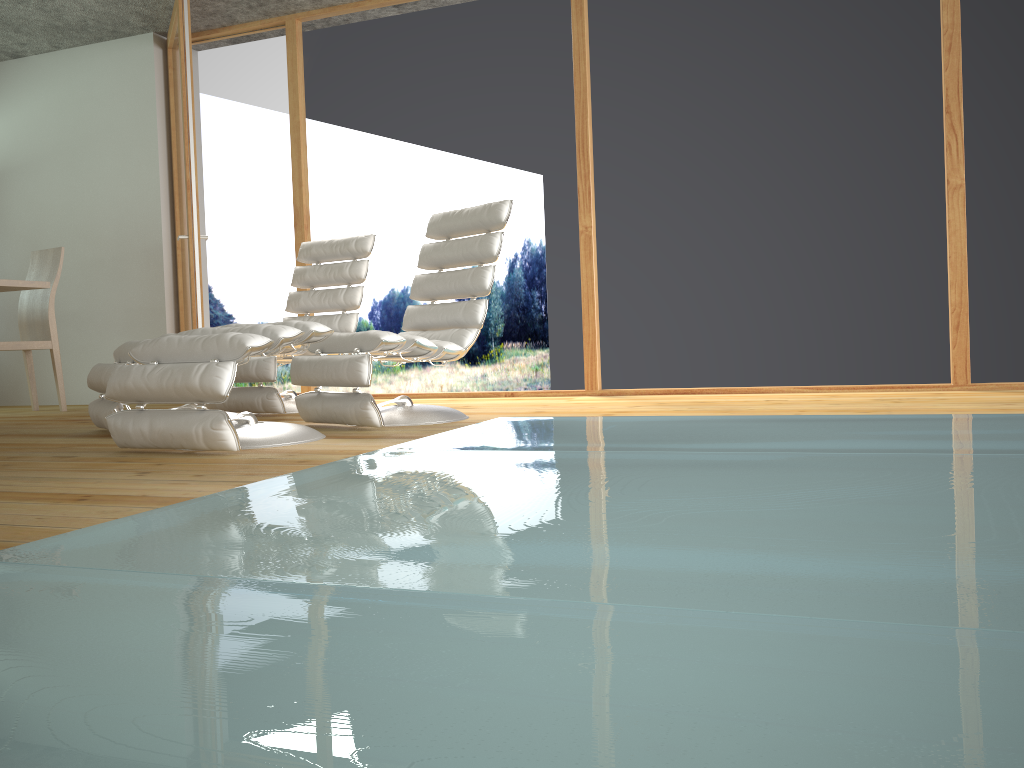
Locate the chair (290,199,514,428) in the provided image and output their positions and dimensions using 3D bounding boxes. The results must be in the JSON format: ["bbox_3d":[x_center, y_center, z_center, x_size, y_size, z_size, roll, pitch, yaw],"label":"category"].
[{"bbox_3d":[-0.465,-0.326,3.905,0.915,0.968,0.569,-4,2,-45],"label":"chair"}]

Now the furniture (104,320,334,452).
[{"bbox_3d":[-1.004,-0.005,3.197,0.569,0.439,0.687,-1,3,27],"label":"furniture"}]

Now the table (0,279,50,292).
[{"bbox_3d":[-3.590,-0.105,4.015,1.200,0.755,2.503,-1,3,23],"label":"table"}]

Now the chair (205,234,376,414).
[{"bbox_3d":[-1.205,-0.344,4.843,0.569,0.968,0.915,-1,2,30],"label":"chair"}]

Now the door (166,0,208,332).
[{"bbox_3d":[-2.043,-1.087,5.551,0.163,2.416,0.935,-3,1,-25],"label":"door"}]

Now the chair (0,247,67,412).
[{"bbox_3d":[-3.035,-0.324,5.380,0.404,1.016,0.507,-1,2,33],"label":"chair"}]

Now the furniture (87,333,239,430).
[{"bbox_3d":[-1.486,-0.024,3.947,0.686,0.439,0.569,-4,3,-34],"label":"furniture"}]
